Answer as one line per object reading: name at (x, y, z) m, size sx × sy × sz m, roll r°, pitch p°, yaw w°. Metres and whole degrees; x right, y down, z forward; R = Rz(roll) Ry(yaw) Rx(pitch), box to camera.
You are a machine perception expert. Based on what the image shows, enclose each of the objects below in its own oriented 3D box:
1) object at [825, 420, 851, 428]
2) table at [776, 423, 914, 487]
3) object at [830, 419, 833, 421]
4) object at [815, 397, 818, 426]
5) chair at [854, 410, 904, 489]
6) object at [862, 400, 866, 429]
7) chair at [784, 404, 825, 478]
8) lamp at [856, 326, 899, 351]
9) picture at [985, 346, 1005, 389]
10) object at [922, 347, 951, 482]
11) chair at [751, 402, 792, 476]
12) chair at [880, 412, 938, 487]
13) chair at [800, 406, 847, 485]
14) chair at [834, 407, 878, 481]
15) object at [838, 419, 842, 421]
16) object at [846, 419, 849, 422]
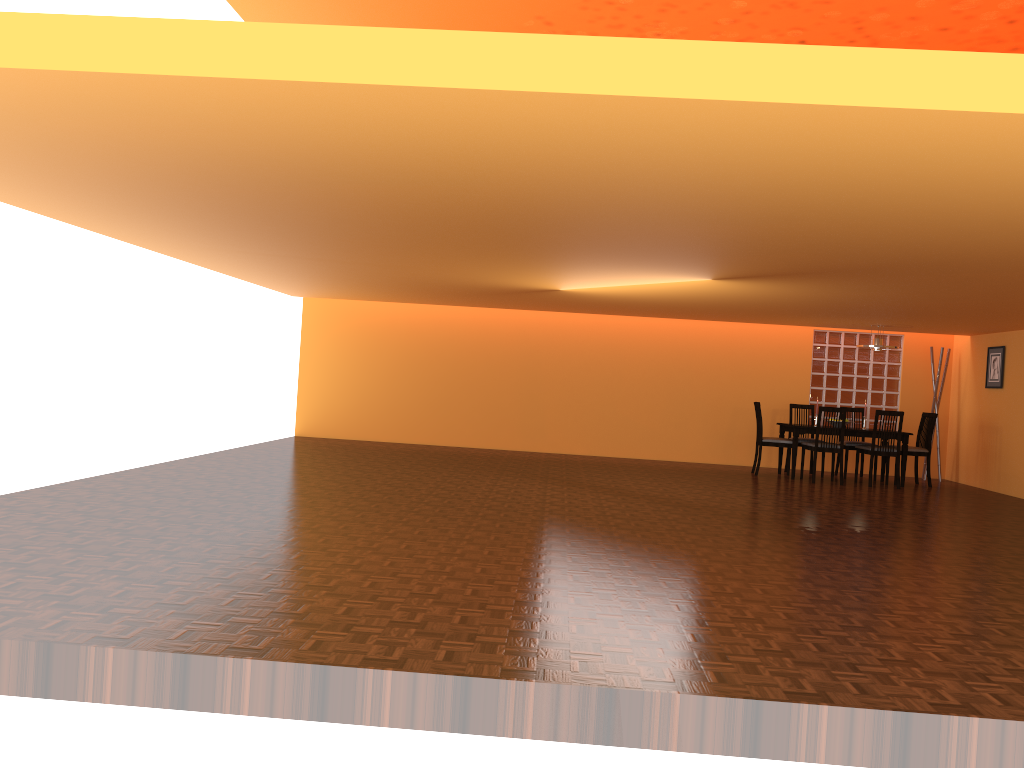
object at (3.577, 0.441, 9.721) m, size 0.337 × 0.072 × 0.337 m, roll 3°, pitch 0°, yaw -31°
table at (3.597, 0.770, 9.708) m, size 1.259 × 0.584 × 0.697 m, roll 4°, pitch 0°, yaw 3°
object at (3.491, 0.401, 9.683) m, size 0.055 × 0.046 × 0.046 m, roll 4°, pitch 0°, yaw -14°
object at (3.320, 0.298, 9.653) m, size 0.044 × 0.326 × 0.044 m, roll 4°, pitch 0°, yaw -8°
chair at (3.878, 0.677, 9.339) m, size 0.373 × 0.809 × 0.465 m, roll 4°, pitch 0°, yaw 3°
object at (3.864, 0.331, 9.708) m, size 0.044 × 0.326 × 0.044 m, roll 4°, pitch 0°, yaw -8°
chair at (3.345, 0.640, 10.134) m, size 0.373 × 0.809 × 0.465 m, roll 4°, pitch 0°, yaw 3°
lamp at (3.996, -0.500, 9.685) m, size 0.435 × 0.274 × 0.435 m, roll 4°, pitch 0°, yaw 25°
picture at (5.240, -0.179, 9.623) m, size 0.014 × 0.456 × 0.361 m, roll 4°, pitch 0°, yaw 3°
object at (5.000, 0.354, 10.450) m, size 0.226 × 1.589 × 0.308 m, roll 4°, pitch 0°, yaw 25°
chair at (2.884, 0.613, 9.774) m, size 0.465 × 0.809 × 0.373 m, roll 4°, pitch 0°, yaw 8°
chair at (4.342, 0.704, 9.688) m, size 0.465 × 0.809 × 0.373 m, roll 4°, pitch 0°, yaw -2°
chair at (3.303, 0.641, 9.369) m, size 0.373 × 0.809 × 0.465 m, roll 4°, pitch 0°, yaw 3°
chair at (3.920, 0.676, 10.104) m, size 0.373 × 0.809 × 0.465 m, roll 4°, pitch 0°, yaw 3°
object at (3.595, 0.420, 9.663) m, size 0.066 × 0.070 × 0.055 m, roll 3°, pitch 0°, yaw -16°
object at (3.652, 0.410, 9.720) m, size 0.069 × 0.066 × 0.069 m, roll 4°, pitch 0°, yaw 13°
